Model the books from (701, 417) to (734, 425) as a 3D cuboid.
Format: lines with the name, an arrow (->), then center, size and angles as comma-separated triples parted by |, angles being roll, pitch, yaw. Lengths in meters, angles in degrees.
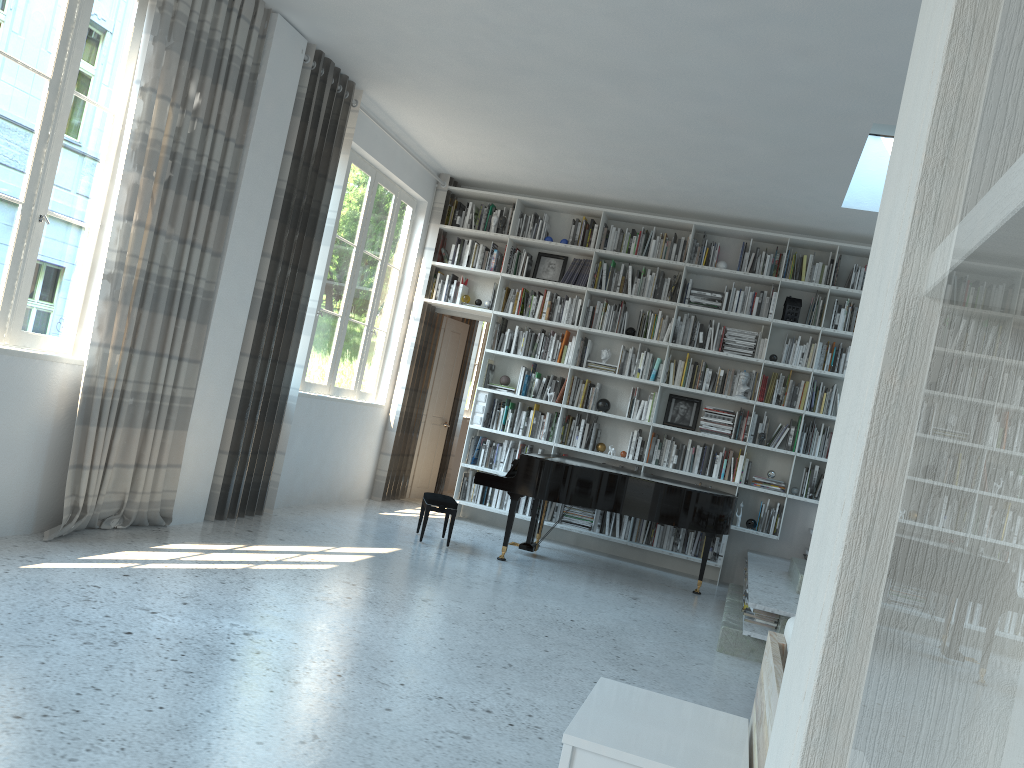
books -> 1.859, 0.336, 8.010 | 0.285, 0.012, 0.159 | 11, -2, 20

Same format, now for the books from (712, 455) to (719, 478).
books -> 1.836, 0.741, 7.981 | 0.023, 0.204, 0.167 | 12, -1, 15

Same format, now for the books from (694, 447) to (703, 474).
books -> 1.690, 0.690, 8.022 | 0.026, 0.245, 0.191 | 12, -1, 15

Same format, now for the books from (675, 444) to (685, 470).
books -> 1.529, 0.661, 8.066 | 0.029, 0.238, 0.166 | 12, -1, 15

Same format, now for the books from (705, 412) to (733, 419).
books -> 1.870, 0.288, 8.016 | 0.254, 0.012, 0.161 | 12, -2, 12

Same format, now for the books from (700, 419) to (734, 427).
books -> 1.853, 0.359, 8.010 | 0.285, 0.012, 0.159 | 11, -2, 20

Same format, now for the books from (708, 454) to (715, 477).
books -> 1.801, 0.732, 7.992 | 0.024, 0.207, 0.183 | 12, -1, 15

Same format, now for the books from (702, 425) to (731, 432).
books -> 1.844, 0.405, 8.010 | 0.254, 0.012, 0.161 | 12, -2, 10

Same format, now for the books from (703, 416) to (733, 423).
books -> 1.863, 0.324, 8.015 | 0.254, 0.012, 0.161 | 11, -2, 18

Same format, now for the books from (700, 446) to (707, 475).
books -> 1.734, 0.691, 8.017 | 0.010, 0.261, 0.181 | 12, -1, 15

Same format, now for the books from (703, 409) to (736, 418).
books -> 1.876, 0.265, 8.019 | 0.285, 0.012, 0.159 | 11, -2, 17

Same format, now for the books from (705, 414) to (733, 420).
books -> 1.867, 0.300, 8.014 | 0.254, 0.012, 0.161 | 12, -2, 11

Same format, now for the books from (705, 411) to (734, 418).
books -> 1.872, 0.276, 8.014 | 0.254, 0.012, 0.161 | 12, -2, 11

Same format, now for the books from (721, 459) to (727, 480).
books -> 1.903, 0.765, 7.956 | 0.023, 0.183, 0.169 | 12, -1, 15

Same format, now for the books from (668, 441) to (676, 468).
books -> 1.462, 0.645, 8.105 | 0.021, 0.244, 0.141 | 12, -1, 15

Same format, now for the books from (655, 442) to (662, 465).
books -> 1.349, 0.640, 8.126 | 0.024, 0.208, 0.170 | 12, -1, 15

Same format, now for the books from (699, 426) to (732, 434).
books -> 1.841, 0.417, 8.009 | 0.285, 0.012, 0.159 | 11, -2, 20

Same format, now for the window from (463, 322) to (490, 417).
window -> -0.350, -0.543, 11.416 | 0.073, 2.008, 1.984 | 12, -1, 15

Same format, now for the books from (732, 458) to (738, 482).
books -> 1.998, 0.768, 7.933 | 0.011, 0.216, 0.166 | 12, -1, 15

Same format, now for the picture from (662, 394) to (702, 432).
picture -> 1.565, 0.262, 8.153 | 0.300, 0.299, 0.077 | 12, -1, 15

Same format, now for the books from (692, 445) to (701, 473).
books -> 1.674, 0.683, 8.055 | 0.025, 0.254, 0.136 | 12, -1, 15

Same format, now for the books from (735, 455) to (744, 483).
books -> 2.031, 0.759, 7.920 | 0.033, 0.246, 0.176 | 12, -1, 15

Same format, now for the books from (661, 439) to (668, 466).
books -> 1.404, 0.631, 8.124 | 0.024, 0.247, 0.132 | 12, -1, 15

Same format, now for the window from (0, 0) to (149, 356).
window -> -13.329, -10.635, 17.042 | 32.778, 18.536, 18.550 | 11, -1, 19

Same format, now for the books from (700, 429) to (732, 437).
books -> 1.836, 0.441, 8.009 | 0.285, 0.012, 0.159 | 12, -2, 10

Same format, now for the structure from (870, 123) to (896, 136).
structure -> 3.365, -0.027, 5.776 | 2.612, 3.381, 1.956 | 12, -1, 15

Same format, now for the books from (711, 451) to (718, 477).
books -> 1.825, 0.723, 7.997 | 0.014, 0.235, 0.154 | 12, -1, 15

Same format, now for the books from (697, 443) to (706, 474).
books -> 1.719, 0.676, 8.040 | 0.014, 0.286, 0.134 | 12, -1, 15

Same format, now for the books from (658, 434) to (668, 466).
books -> 1.386, 0.606, 8.137 | 0.027, 0.290, 0.141 | 12, -1, 15

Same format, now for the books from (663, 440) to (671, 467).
books -> 1.423, 0.636, 8.100 | 0.027, 0.245, 0.179 | 12, -1, 15

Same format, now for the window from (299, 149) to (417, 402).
window -> -1.355, -0.868, 7.587 | 0.073, 2.008, 1.984 | 12, -1, 15

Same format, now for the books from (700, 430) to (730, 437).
books -> 1.835, 0.453, 8.015 | 0.254, 0.012, 0.161 | 11, -2, 17

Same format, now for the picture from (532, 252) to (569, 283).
picture -> 0.365, -1.111, 8.567 | 0.300, 0.299, 0.077 | 12, -1, 15

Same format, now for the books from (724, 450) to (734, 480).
books -> 1.949, 0.730, 7.959 | 0.026, 0.272, 0.175 | 12, -1, 15

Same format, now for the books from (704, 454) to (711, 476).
books -> 1.771, 0.729, 8.013 | 0.021, 0.202, 0.128 | 12, -1, 15

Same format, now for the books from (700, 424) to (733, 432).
books -> 1.849, 0.395, 8.021 | 0.285, 0.012, 0.159 | 12, -2, 15

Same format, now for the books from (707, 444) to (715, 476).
books -> 1.794, 0.685, 8.000 | 0.012, 0.296, 0.178 | 12, -1, 15

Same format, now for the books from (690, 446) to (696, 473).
books -> 1.642, 0.685, 8.047 | 0.031, 0.237, 0.159 | 12, -1, 15

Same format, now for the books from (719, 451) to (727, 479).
books -> 1.900, 0.728, 7.985 | 0.014, 0.256, 0.145 | 12, -1, 15

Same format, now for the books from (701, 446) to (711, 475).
books -> 1.751, 0.693, 8.006 | 0.028, 0.264, 0.161 | 12, -1, 15

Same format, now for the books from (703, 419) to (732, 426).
books -> 1.856, 0.348, 8.011 | 0.254, 0.012, 0.161 | 12, -2, 10

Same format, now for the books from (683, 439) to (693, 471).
books -> 1.598, 0.648, 8.060 | 0.026, 0.291, 0.152 | 12, -1, 15

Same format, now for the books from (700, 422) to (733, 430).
books -> 1.851, 0.383, 8.019 | 0.285, 0.012, 0.159 | 11, -2, 16

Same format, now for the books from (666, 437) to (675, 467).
books -> 1.445, 0.622, 8.092 | 0.013, 0.282, 0.166 | 12, -1, 15

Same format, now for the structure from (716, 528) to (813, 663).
structure -> 2.981, 1.635, 6.152 | 2.897, 0.659, 3.115 | 12, -2, 15

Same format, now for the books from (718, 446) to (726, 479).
books -> 1.888, 0.706, 7.982 | 0.014, 0.293, 0.137 | 12, -1, 15

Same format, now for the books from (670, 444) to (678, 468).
books -> 1.475, 0.660, 8.078 | 0.023, 0.217, 0.174 | 12, -1, 15

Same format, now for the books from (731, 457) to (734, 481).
books -> 1.972, 0.764, 7.939 | 0.042, 0.212, 0.169 | 12, -1, 15

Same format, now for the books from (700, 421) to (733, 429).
books -> 1.853, 0.371, 8.017 | 0.285, 0.012, 0.159 | 11, -2, 17

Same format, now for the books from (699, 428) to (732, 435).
books -> 1.841, 0.430, 8.018 | 0.285, 0.012, 0.159 | 12, -2, 14

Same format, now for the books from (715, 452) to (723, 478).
books -> 1.862, 0.731, 7.975 | 0.023, 0.234, 0.175 | 12, -1, 15

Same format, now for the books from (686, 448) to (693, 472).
books -> 1.617, 0.689, 8.061 | 0.025, 0.220, 0.140 | 12, -1, 15

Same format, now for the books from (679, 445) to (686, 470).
books -> 1.551, 0.670, 8.070 | 0.013, 0.230, 0.139 | 12, -1, 15

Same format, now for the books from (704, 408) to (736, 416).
books -> 1.876, 0.252, 8.012 | 0.285, 0.012, 0.159 | 12, -2, 10

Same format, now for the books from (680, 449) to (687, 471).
books -> 1.561, 0.689, 8.053 | 0.023, 0.196, 0.165 | 12, -1, 15

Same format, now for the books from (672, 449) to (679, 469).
books -> 1.494, 0.682, 8.066 | 0.029, 0.184, 0.174 | 12, -1, 15

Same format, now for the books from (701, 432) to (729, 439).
books -> 1.832, 0.465, 8.011 | 0.254, 0.012, 0.161 | 12, -2, 11

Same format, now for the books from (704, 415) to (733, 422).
books -> 1.865, 0.312, 8.016 | 0.254, 0.012, 0.161 | 12, -2, 12

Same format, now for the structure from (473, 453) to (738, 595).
structure -> 0.757, 1.096, 7.092 | 1.917, 0.832, 1.335 | 12, -2, 15

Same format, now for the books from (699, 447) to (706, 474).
books -> 1.726, 0.695, 8.031 | 0.011, 0.251, 0.158 | 12, -1, 15
